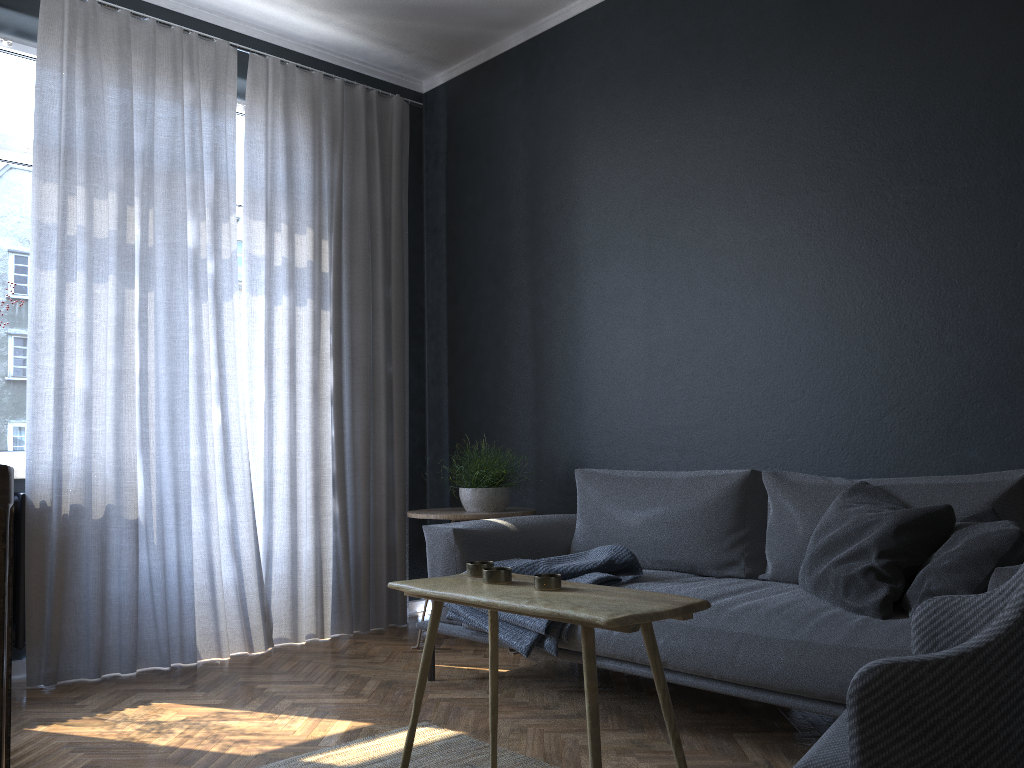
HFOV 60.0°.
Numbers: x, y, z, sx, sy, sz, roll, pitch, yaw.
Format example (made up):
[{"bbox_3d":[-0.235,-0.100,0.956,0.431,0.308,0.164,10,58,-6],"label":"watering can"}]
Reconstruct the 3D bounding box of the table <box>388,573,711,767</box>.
[{"bbox_3d":[0.060,0.745,2.024,0.339,0.549,0.788,3,-6,-43],"label":"table"}]

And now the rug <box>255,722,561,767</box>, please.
[{"bbox_3d":[0.030,0.999,1.790,1.004,0.013,2.012,3,-6,-43],"label":"rug"}]

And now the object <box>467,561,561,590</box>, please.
[{"bbox_3d":[-0.016,0.467,2.160,0.103,0.033,0.369,2,-6,-32],"label":"object"}]

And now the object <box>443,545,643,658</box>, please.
[{"bbox_3d":[0.107,0.734,3.145,0.490,0.329,0.667,2,-6,-38],"label":"object"}]

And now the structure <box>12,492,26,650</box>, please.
[{"bbox_3d":[-2.515,0.695,2.973,1.847,0.600,0.216,3,-6,-43],"label":"structure"}]

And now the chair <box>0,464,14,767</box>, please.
[{"bbox_3d":[-0.415,0.464,0.362,0.456,0.855,0.384,-4,-5,32],"label":"chair"}]

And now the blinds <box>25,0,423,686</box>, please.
[{"bbox_3d":[-1.981,-0.231,3.462,3.994,2.786,0.312,3,-6,-43],"label":"blinds"}]

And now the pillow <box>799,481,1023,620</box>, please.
[{"bbox_3d":[1.104,0.457,2.453,0.442,0.361,0.798,1,-5,-25],"label":"pillow"}]

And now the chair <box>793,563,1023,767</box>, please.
[{"bbox_3d":[0.732,0.547,1.390,0.495,0.810,0.645,-3,-5,25],"label":"chair"}]

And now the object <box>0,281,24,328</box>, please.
[{"bbox_3d":[-2.221,-0.079,3.348,0.599,0.808,0.515,-3,-4,21],"label":"object"}]

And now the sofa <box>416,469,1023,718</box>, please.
[{"bbox_3d":[0.724,0.683,2.933,0.970,0.797,2.342,3,-6,-43],"label":"sofa"}]
